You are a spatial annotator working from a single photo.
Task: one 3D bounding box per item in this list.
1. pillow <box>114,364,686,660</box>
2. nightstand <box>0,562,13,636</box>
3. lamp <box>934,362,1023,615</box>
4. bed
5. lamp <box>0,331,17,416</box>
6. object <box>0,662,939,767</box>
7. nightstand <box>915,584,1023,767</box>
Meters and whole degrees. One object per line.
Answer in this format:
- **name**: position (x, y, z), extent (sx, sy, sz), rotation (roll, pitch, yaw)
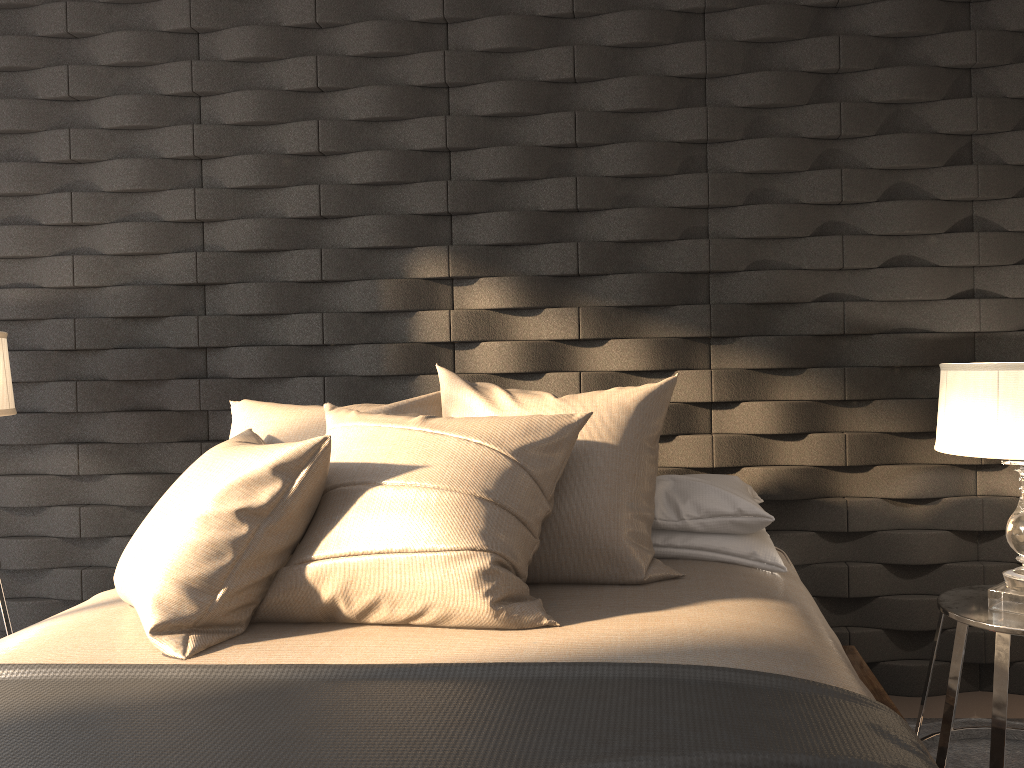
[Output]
- **pillow**: position (-0.247, 0.212, 1.950), extent (1.243, 0.518, 0.911), rotation (-1, 1, 7)
- **nightstand**: position (-1.560, 0.796, 2.327), extent (0.534, 0.603, 0.568), rotation (-1, 1, 19)
- **lamp**: position (1.333, 0.260, 2.257), extent (0.489, 0.631, 0.442), rotation (-2, 1, -31)
- **bed**: position (-0.262, 0.778, 1.563), extent (2.268, 0.624, 2.319), rotation (-1, 1, 7)
- **lamp**: position (-1.585, 0.178, 2.323), extent (0.441, 0.631, 0.491), rotation (0, 1, 39)
- **object**: position (-0.342, 0.610, 1.108), extent (2.036, 0.322, 0.623), rotation (-1, 1, 3)
- **nightstand**: position (1.338, 0.810, 2.280), extent (0.587, 0.472, 0.655), rotation (0, 1, 45)
